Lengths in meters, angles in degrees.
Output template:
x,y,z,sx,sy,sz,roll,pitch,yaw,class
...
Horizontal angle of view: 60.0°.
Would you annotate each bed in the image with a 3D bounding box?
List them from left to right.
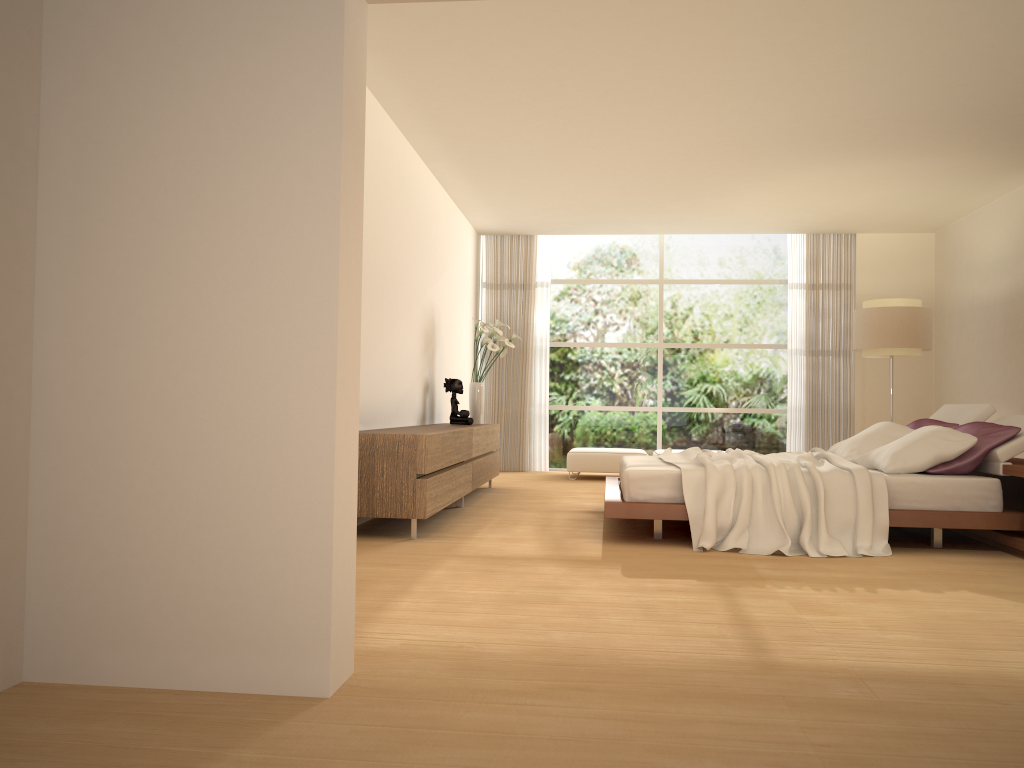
x,y,z,sx,sy,sz,roll,pitch,yaw,class
1.949,0.758,6.420,2.535,0.570,2.599,1,-1,6,bed

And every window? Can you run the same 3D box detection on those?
x,y,z,sx,sy,sz,roll,pitch,yaw,class
1.958,-0.508,11.710,4.781,3.371,0.071,1,-1,6,window

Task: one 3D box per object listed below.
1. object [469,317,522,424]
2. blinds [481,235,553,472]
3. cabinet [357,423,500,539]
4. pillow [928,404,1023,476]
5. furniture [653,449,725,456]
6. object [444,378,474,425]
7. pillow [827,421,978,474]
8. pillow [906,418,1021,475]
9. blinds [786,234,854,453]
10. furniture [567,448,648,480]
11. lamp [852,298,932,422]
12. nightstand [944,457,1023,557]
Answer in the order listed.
x,y,z,sx,sy,sz,roll,pitch,yaw,class
-0.212,-0.133,9.069,0.515,1.085,0.608,2,-2,-36,object
0.038,-0.532,11.663,0.950,3.352,0.211,1,-1,5,blinds
-0.624,0.695,7.435,0.588,0.662,3.713,1,-1,6,cabinet
3.313,0.367,6.339,0.461,0.457,1.779,1,-1,5,pillow
2.193,0.981,10.670,0.965,0.346,0.964,1,-1,6,furniture
-0.514,0.168,8.597,0.282,0.453,0.181,1,-1,6,object
2.715,0.445,6.386,0.561,0.339,1.720,1,-1,6,pillow
2.985,0.435,6.364,0.575,0.369,1.683,1,-1,6,pillow
3.892,-0.481,11.187,0.814,3.351,0.202,1,-1,5,blinds
1.164,0.967,10.783,0.965,0.346,0.964,1,-1,6,furniture
3.987,0.141,9.316,0.817,2.018,0.817,2,-2,-41,lamp
3.363,0.794,6.319,0.493,0.539,4.220,1,-1,6,nightstand
